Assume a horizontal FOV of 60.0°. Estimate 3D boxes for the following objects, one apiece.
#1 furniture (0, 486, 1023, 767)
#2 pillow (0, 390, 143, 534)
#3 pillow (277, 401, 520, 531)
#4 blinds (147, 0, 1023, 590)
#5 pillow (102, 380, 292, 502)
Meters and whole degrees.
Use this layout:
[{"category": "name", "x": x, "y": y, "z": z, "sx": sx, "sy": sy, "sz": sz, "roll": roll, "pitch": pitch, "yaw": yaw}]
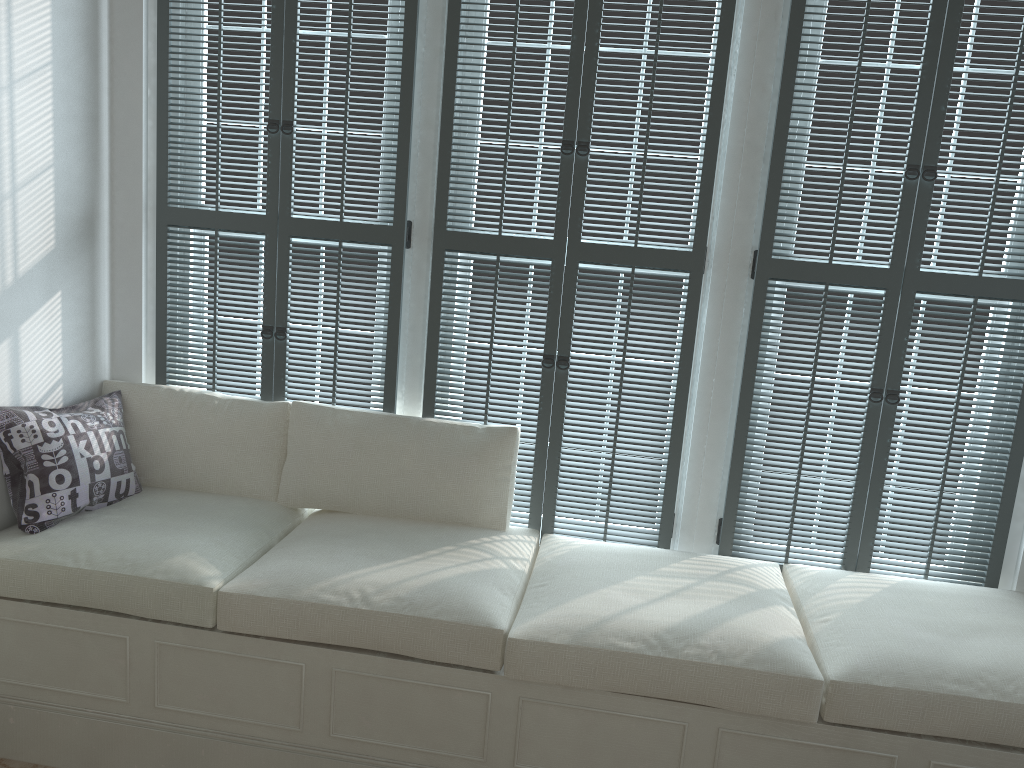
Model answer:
[{"category": "furniture", "x": 0.039, "y": 0.742, "z": 2.653, "sx": 3.150, "sy": 0.459, "sz": 0.837, "roll": 6, "pitch": 11, "yaw": 8}, {"category": "pillow", "x": -1.361, "y": 0.236, "z": 2.781, "sx": 0.229, "sy": 0.398, "sz": 0.550, "roll": 9, "pitch": 12, "yaw": 20}, {"category": "pillow", "x": -0.379, "y": 0.276, "z": 2.945, "sx": 0.787, "sy": 0.360, "sz": 0.193, "roll": 6, "pitch": 11, "yaw": 8}, {"category": "blinds", "x": 0.213, "y": -0.470, "z": 2.846, "sx": 3.076, "sy": 2.238, "sz": 0.141, "roll": 6, "pitch": 11, "yaw": 8}, {"category": "pillow", "x": -1.099, "y": 0.201, "z": 3.046, "sx": 0.695, "sy": 0.360, "sz": 0.187, "roll": 6, "pitch": 11, "yaw": 8}]
